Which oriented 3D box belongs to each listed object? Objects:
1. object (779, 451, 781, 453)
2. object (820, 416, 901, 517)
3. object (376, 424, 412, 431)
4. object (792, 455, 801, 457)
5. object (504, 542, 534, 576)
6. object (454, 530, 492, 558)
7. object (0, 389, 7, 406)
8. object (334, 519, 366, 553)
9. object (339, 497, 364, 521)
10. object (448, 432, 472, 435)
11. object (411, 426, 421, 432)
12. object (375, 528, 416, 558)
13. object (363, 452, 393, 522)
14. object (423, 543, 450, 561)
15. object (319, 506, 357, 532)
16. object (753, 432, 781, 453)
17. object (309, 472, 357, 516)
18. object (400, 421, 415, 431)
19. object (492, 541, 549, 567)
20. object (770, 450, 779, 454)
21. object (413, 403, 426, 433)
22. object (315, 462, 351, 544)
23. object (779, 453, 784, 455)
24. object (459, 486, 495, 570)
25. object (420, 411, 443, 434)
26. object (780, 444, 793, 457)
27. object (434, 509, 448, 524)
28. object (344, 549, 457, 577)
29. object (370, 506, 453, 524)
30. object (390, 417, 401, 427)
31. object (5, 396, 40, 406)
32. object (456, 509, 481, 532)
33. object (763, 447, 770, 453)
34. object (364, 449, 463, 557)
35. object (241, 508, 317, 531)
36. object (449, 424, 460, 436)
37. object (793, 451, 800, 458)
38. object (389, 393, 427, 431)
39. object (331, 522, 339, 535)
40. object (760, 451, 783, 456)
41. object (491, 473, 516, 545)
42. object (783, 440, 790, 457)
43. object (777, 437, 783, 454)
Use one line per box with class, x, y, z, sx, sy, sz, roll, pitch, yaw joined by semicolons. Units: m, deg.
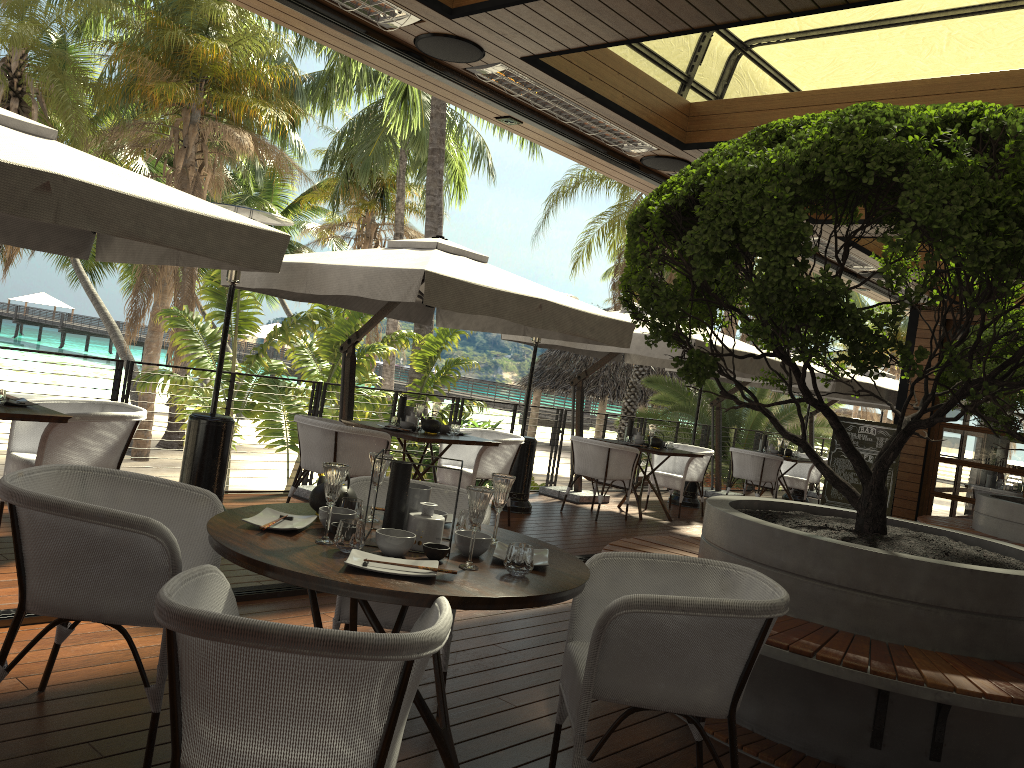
object;3.763;0.969;12.392;0.080;0.042;0.080;9;1;33
object;4.164;1.126;10.580;0.769;1.397;0.770;8;0;26
object;-0.897;0.344;6.839;0.295;0.025;0.170;9;1;41
object;3.903;0.998;12.477;0.295;0.025;0.170;9;1;41
object;0.021;0.502;2.534;0.086;0.086;0.087;8;0;-38
object;-0.122;0.490;2.698;0.116;0.065;0.116;9;0;1
object;-2.689;0.069;4.630;0.087;0.086;0.086;9;0;42
object;-0.456;0.431;2.503;0.087;0.086;0.086;9;0;43
object;-0.523;0.416;2.871;0.086;0.086;0.087;8;0;-38
object;-0.495;0.397;7.406;0.295;0.025;0.170;9;1;41
object;-0.755;0.355;6.925;0.080;0.042;0.080;9;0;3
object;-0.337;0.459;2.542;0.116;0.065;0.116;9;0;24
object;-0.460;0.350;3.006;0.082;0.227;0.082;9;0;-14
object;-0.221;0.488;2.559;0.080;0.042;0.080;9;0;-4
object;-0.546;0.425;2.759;0.116;0.065;0.116;9;0;1
object;3.547;0.825;12.331;0.263;0.264;0.263;9;0;-4
object;-0.598;0.356;2.999;0.163;0.179;0.168;9;0;0
object;-0.827;0.332;6.989;0.116;0.065;0.116;9;1;40
object;0.030;0.532;2.766;0.170;0.025;0.294;9;1;2
object;3.571;0.932;12.060;0.116;0.065;0.116;8;1;-45
object;-0.720;0.265;6.847;0.082;0.227;0.082;8;0;42
object;-0.525;0.346;2.571;0.082;0.227;0.082;9;0;3
object;3.643;0.956;11.996;0.080;0.042;0.080;9;1;33
object;-0.106;0.409;2.524;0.082;0.227;0.082;9;0;-14
object;-0.635;0.302;7.059;0.163;0.179;0.167;9;0;43
object;3.763;0.902;12.134;0.168;0.179;0.163;9;0;39
object;-0.279;0.462;2.994;0.116;0.065;0.116;9;0;24
object;-0.293;0.488;2.363;0.294;0.025;0.170;9;1;-3
object;-0.359;0.469;3.161;0.294;0.025;0.170;9;1;-3
object;-0.921;0.306;7.046;0.086;0.086;0.087;8;0;-44
object;-2.720;0.093;4.840;0.295;0.025;0.170;9;1;41
object;-0.145;0.472;2.990;0.087;0.086;0.086;9;0;43
object;3.478;0.907;12.117;0.086;0.086;0.087;8;0;-44
object;-0.302;0.362;2.749;0.263;0.264;0.263;9;0;-3
object;-0.712;0.421;2.696;0.170;0.025;0.294;9;1;2
object;-0.464;0.373;7.196;0.086;0.086;0.087;8;0;-44
object;3.934;0.973;12.267;0.086;0.086;0.087;8;0;-44
object;-0.851;0.225;7.260;0.263;0.264;0.263;9;0;-4
object;-0.506;0.444;2.661;0.080;0.042;0.080;9;1;31
object;3.501;0.944;11.910;0.295;0.025;0.170;9;1;41
object;-0.044;0.414;2.933;0.082;0.227;0.082;9;0;3
object;3.678;0.865;11.918;0.082;0.227;0.082;8;0;42
object;3.758;0.870;12.470;0.082;0.227;0.082;8;0;42
